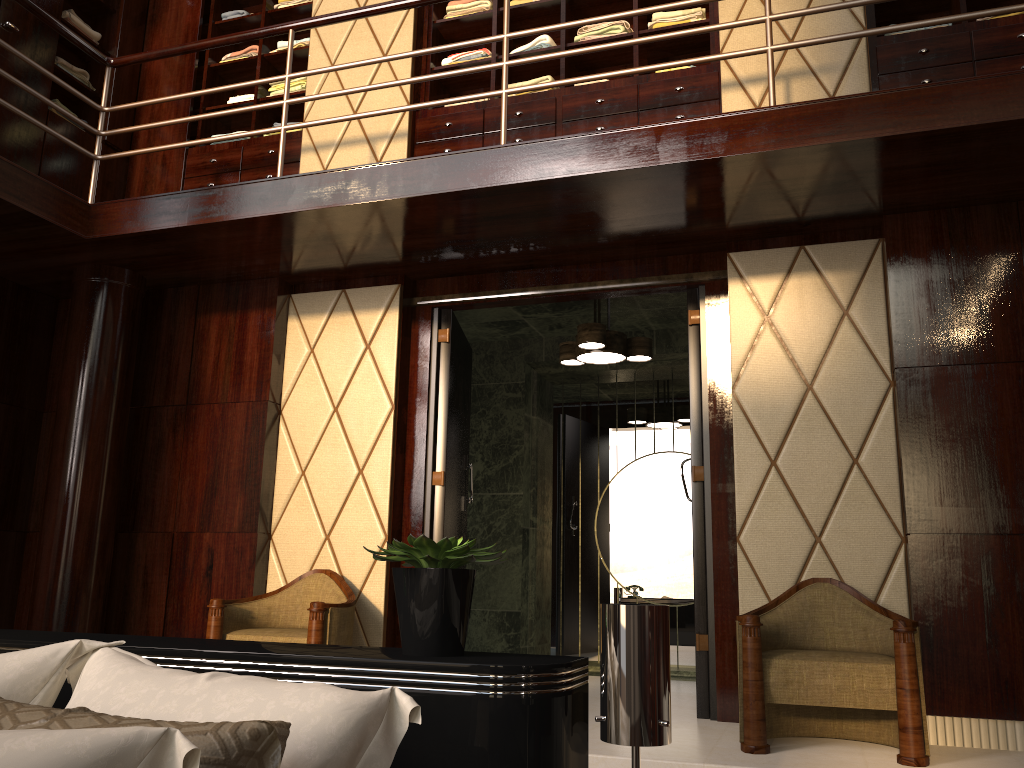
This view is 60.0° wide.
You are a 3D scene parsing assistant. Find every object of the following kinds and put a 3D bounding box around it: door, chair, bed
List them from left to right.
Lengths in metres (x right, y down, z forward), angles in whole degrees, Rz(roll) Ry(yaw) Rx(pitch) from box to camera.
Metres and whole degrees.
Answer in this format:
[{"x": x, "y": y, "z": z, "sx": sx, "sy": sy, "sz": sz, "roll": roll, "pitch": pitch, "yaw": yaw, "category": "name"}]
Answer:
[{"x": -0.997, "y": 0.585, "z": 0.631, "sx": 1.985, "sy": 0.660, "sz": 2.381, "roll": -3, "pitch": -13, "yaw": 18, "category": "bed"}, {"x": -0.908, "y": 1.033, "z": 3.627, "sx": 0.571, "sy": 0.550, "sz": 0.462, "roll": -3, "pitch": -13, "yaw": 18, "category": "chair"}, {"x": 0.276, "y": 0.563, "z": 4.241, "sx": 1.435, "sy": 1.820, "sz": 0.828, "roll": -3, "pitch": -13, "yaw": 17, "category": "door"}, {"x": 1.056, "y": 0.928, "z": 2.974, "sx": 0.571, "sy": 0.550, "sz": 0.462, "roll": -3, "pitch": -13, "yaw": 18, "category": "chair"}]

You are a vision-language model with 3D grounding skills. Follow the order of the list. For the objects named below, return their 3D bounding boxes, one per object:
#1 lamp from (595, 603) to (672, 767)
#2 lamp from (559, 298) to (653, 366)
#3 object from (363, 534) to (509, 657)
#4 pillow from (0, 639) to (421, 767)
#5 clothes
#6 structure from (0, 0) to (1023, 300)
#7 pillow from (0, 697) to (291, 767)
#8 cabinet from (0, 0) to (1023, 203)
[{"x": 0.168, "y": 0.496, "z": 1.198, "sx": 0.106, "sy": 0.385, "sz": 0.109, "roll": -5, "pitch": -14, "yaw": 25, "category": "lamp"}, {"x": 0.440, "y": -0.296, "z": 4.766, "sx": 0.515, "sy": 0.347, "sz": 0.467, "roll": 12, "pitch": -17, "yaw": -40, "category": "lamp"}, {"x": -0.135, "y": 0.369, "z": 1.559, "sx": 0.256, "sy": 0.205, "sz": 0.241, "roll": 1, "pitch": -13, "yaw": 1, "category": "object"}, {"x": -0.822, "y": 0.509, "z": 1.139, "sx": 1.322, "sy": 0.320, "sz": 0.685, "roll": -3, "pitch": -13, "yaw": 20, "category": "pillow"}, {"x": -0.121, "y": -1.808, "z": 4.594, "sx": 4.996, "sy": 0.954, "sz": 0.818, "roll": -1, "pitch": -13, "yaw": 11, "category": "clothes"}, {"x": -0.383, "y": -0.348, "z": 2.195, "sx": 6.107, "sy": 3.189, "sz": 3.750, "roll": -3, "pitch": -13, "yaw": 18, "category": "structure"}, {"x": -0.807, "y": 0.527, "z": 1.102, "sx": 1.123, "sy": 0.271, "sz": 0.293, "roll": -3, "pitch": -13, "yaw": 19, "category": "pillow"}, {"x": 0.059, "y": -1.949, "z": 3.783, "sx": 6.767, "sy": 2.432, "sz": 2.576, "roll": -3, "pitch": -13, "yaw": 18, "category": "cabinet"}]
